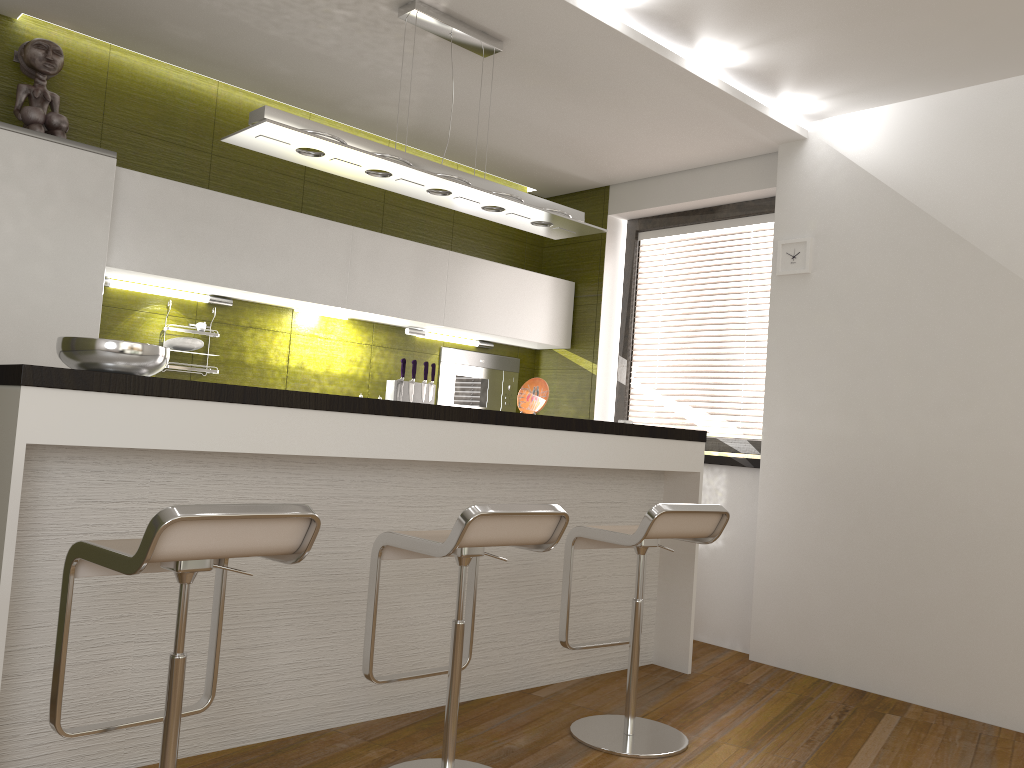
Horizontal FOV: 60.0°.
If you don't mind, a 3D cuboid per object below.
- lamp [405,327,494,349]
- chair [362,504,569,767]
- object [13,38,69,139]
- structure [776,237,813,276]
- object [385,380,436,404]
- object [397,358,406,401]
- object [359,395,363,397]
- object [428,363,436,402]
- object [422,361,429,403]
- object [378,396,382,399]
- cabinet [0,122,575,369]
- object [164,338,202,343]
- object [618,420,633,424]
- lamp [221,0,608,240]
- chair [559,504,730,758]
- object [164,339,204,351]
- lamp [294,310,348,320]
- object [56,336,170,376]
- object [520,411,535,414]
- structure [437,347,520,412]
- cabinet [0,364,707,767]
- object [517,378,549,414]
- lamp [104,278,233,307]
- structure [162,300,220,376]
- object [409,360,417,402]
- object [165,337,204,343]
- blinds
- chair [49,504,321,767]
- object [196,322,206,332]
[{"bbox_3d":[-0.370,-0.276,5.414,0.716,0.041,0.095,7,-4,-44],"label":"lamp"},{"bbox_3d":[-0.148,0.762,2.612,0.418,0.857,0.460,7,-4,-43],"label":"chair"},{"bbox_3d":[-1.966,-1.221,3.716,0.304,0.488,0.195,1,-5,44],"label":"object"},{"bbox_3d":[1.436,-0.646,4.511,0.026,0.180,0.180,7,-4,-43],"label":"structure"},{"bbox_3d":[-0.589,0.103,5.123,0.293,0.227,0.107,7,-4,-43],"label":"object"},{"bbox_3d":[-0.633,0.021,5.025,0.046,0.339,0.013,7,-4,-43],"label":"object"},{"bbox_3d":[-0.835,0.113,4.880,0.059,0.121,0.059,4,-3,3],"label":"object"},{"bbox_3d":[-0.471,-0.008,5.177,0.040,0.231,0.013,7,-4,-43],"label":"object"},{"bbox_3d":[-0.508,-0.012,5.143,0.036,0.243,0.013,7,-4,-43],"label":"object"},{"bbox_3d":[-0.744,0.125,4.983,0.059,0.121,0.059,3,-3,14],"label":"object"},{"bbox_3d":[-1.077,0.192,4.669,3.471,2.089,0.724,7,-4,-43],"label":"cabinet"},{"bbox_3d":[-1.564,-0.189,4.228,0.181,0.052,0.173,7,-4,-43],"label":"object"},{"bbox_3d":[0.683,0.306,5.385,0.106,0.169,0.057,1,-4,41],"label":"object"},{"bbox_3d":[-0.264,-1.098,3.537,1.677,0.683,0.326,7,-4,-43],"label":"lamp"},{"bbox_3d":[0.464,0.840,3.192,0.418,0.857,0.460,7,-4,-38],"label":"chair"},{"bbox_3d":[-1.564,-0.186,4.227,0.181,0.052,0.173,7,-4,-43],"label":"object"},{"bbox_3d":[-1.038,-0.377,4.840,0.334,0.008,0.008,7,-4,-43],"label":"lamp"},{"bbox_3d":[-1.196,-0.070,2.661,0.311,0.105,0.311,6,-4,-30],"label":"object"},{"bbox_3d":[0.095,0.095,4.107,0.088,0.131,0.072,1,-4,42],"label":"object"},{"bbox_3d":[-0.205,0.038,5.621,0.663,0.469,0.015,7,-4,-43],"label":"structure"},{"bbox_3d":[-0.410,0.648,3.403,2.947,1.134,0.663,7,-4,-43],"label":"cabinet"},{"bbox_3d":[0.097,0.057,4.110,0.184,0.178,0.055,1,-4,43],"label":"object"},{"bbox_3d":[-1.673,-0.440,4.220,0.715,0.041,0.041,7,-4,-43],"label":"lamp"},{"bbox_3d":[-1.548,-0.220,4.288,0.266,0.346,0.110,7,-4,-43],"label":"structure"},{"bbox_3d":[-0.573,-0.009,5.081,0.042,0.264,0.013,7,-4,-43],"label":"object"},{"bbox_3d":[-1.565,-0.192,4.229,0.181,0.052,0.173,7,-4,-43],"label":"object"},{"bbox_3d":[1.467,-2.586,9.527,16.000,12.704,9.030,4,-3,-4],"label":"blinds"},{"bbox_3d":[-0.759,0.683,2.032,0.460,0.857,0.418,1,-4,42],"label":"chair"},{"bbox_3d":[-1.519,-0.277,4.329,0.046,0.053,0.051,5,-3,-12],"label":"object"}]
